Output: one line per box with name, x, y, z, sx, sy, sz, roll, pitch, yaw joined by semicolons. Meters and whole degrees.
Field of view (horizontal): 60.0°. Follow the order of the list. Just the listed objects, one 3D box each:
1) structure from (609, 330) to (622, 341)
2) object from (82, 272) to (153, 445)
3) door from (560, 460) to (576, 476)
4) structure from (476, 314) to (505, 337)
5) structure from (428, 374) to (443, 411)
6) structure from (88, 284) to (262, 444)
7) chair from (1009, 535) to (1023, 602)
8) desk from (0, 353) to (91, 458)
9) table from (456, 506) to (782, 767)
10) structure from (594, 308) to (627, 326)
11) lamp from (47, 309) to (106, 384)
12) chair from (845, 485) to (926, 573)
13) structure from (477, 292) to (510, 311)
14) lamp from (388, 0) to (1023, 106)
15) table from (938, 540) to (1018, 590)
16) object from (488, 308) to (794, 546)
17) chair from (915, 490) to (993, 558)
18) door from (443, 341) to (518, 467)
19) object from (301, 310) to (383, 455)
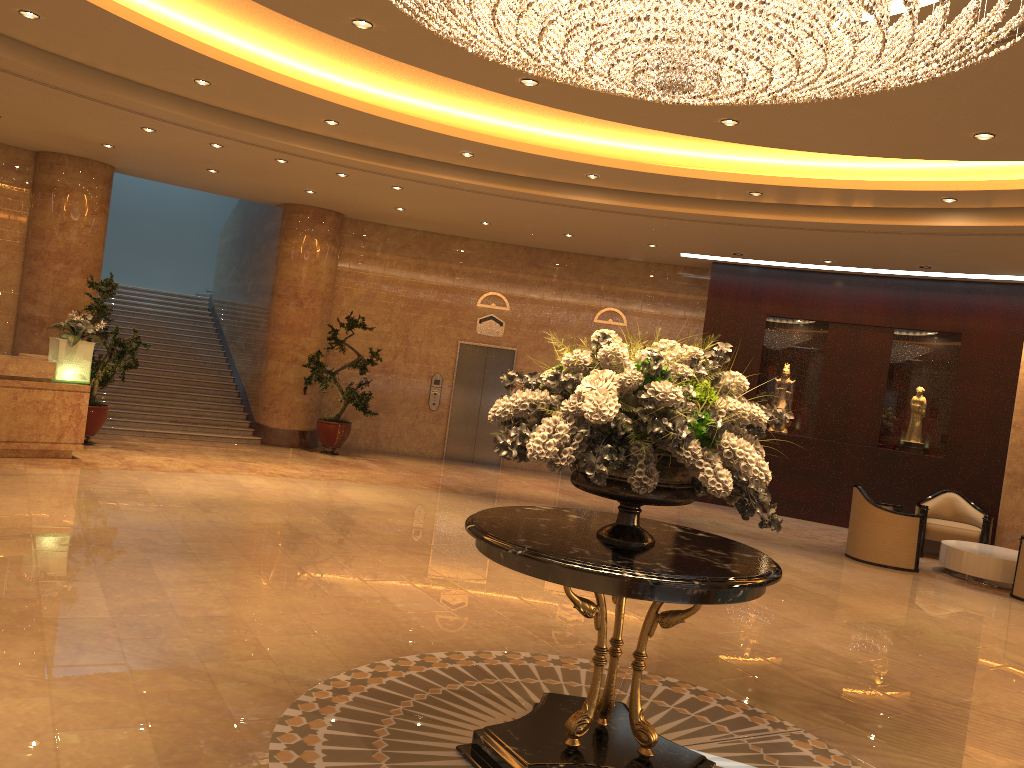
structure;1.717;-0.775;15.879;0.504;0.405;0.012;8;1;6
object;-5.664;-0.359;12.238;1.250;2.363;0.843;9;2;41
door;1.531;0.640;15.959;1.070;2.149;0.150;8;1;6
structure;-0.380;-1.056;15.891;0.504;0.405;0.012;8;1;-6
structure;-1.362;0.147;15.796;0.200;0.661;0.053;7;1;-9
structure;-6.564;-2.191;16.775;9.849;5.560;7.472;7;1;-30
chair;6.176;2.012;9.750;0.951;0.916;0.769;7;1;-15
desk;-7.318;0.174;5.275;3.466;1.155;12.951;8;1;4
table;0.448;1.267;4.235;1.493;1.089;1.493;7;1;-37
structure;1.776;-1.217;15.869;0.600;0.293;0.010;8;1;6
lamp;-5.308;-0.480;10.830;0.532;0.897;0.606;9;2;39
chair;4.653;1.778;11.168;0.769;0.916;0.951;8;1;5
structure;-0.320;-1.499;15.880;0.600;0.293;0.010;8;1;-6
lamp;0.855;-1.997;4.214;3.204;1.196;3.206;8;1;7
table;5.916;2.235;10.913;1.196;0.354;1.196;8;1;-4
object;0.570;0.232;4.181;1.318;0.999;1.277;8;1;1
chair;6.005;1.939;12.144;0.951;0.916;0.769;8;1;20
door;-0.575;0.356;15.961;1.070;2.145;0.150;8;1;-5
object;-2.776;-0.018;14.423;1.250;2.363;0.843;7;1;-8
